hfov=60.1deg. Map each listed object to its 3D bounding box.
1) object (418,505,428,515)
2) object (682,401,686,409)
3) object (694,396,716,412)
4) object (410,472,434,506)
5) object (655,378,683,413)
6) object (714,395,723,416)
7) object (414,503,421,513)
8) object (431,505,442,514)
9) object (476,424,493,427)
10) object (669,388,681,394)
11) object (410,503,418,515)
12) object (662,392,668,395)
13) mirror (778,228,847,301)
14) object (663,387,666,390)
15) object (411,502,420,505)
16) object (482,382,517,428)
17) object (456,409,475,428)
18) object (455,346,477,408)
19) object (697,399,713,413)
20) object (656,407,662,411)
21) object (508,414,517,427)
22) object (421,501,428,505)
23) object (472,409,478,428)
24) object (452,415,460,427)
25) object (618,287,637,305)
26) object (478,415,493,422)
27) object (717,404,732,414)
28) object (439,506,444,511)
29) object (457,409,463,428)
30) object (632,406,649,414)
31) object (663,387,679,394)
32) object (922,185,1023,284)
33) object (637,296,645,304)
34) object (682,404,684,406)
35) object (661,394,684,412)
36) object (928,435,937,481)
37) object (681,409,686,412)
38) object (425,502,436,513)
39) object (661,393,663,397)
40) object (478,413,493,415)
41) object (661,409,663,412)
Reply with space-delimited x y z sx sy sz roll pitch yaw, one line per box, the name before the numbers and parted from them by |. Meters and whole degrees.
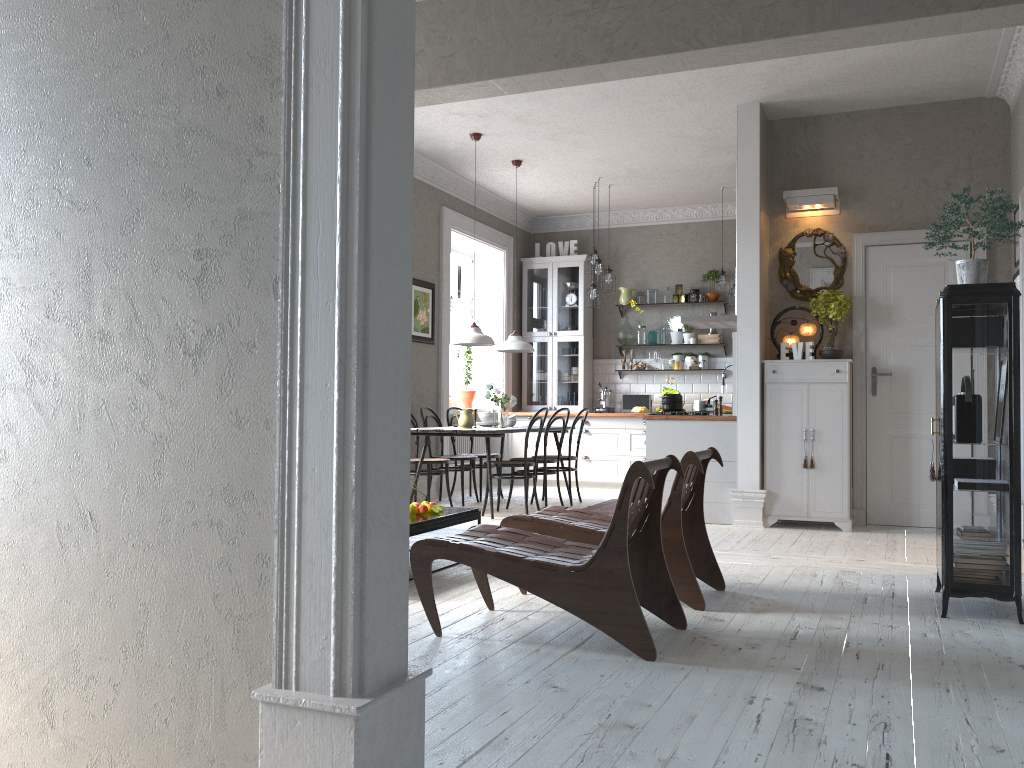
object | -0.508 0.718 5.064 0.057 0.058 0.056 2 -2 -43
object | 1.963 0.243 10.264 0.128 0.120 0.060 2 -2 -44
object | 1.676 0.170 7.506 0.178 0.134 0.298 1 -2 -32
object | -0.751 0.538 4.884 0.716 0.420 0.677 -1 -2 41
object | 1.844 0.137 10.298 0.350 0.425 0.354 0 -2 8
object | 1.670 0.174 7.167 0.072 0.167 0.036 0 -2 22
object | -0.549 0.719 5.125 0.056 0.058 0.059 0 -2 14
object | -0.439 0.722 5.087 0.057 0.053 0.061 0 -2 29
object | -0.234 0.394 8.441 0.232 0.027 0.242 -1 -2 41
object | 1.900 0.092 10.323 0.177 0.096 0.090 -1 -2 43
object | -0.569 0.715 5.064 0.063 0.063 0.060 2 -2 -36
object | 1.772 0.122 10.252 0.058 0.069 0.080 -1 -2 42
mirror | 2.419 -0.966 7.141 0.525 0.593 0.072 0 -2 22
object | 1.788 0.059 10.300 0.073 0.058 0.051 0 -2 -1
object | -0.566 0.721 5.184 0.062 0.058 0.060 1 -2 -23
object | -0.106 0.185 7.900 0.307 0.414 0.255 0 -2 21
object | -0.409 0.303 7.795 0.151 0.170 0.134 1 -2 -16
object | -0.529 -0.129 10.219 0.265 0.813 0.254 2 -2 -40
object | 2.161 0.256 9.980 0.231 0.174 0.222 -1 -2 44
object | 1.748 0.300 10.353 0.155 0.072 0.075 2 -2 -38
object | -0.018 0.348 8.402 0.122 0.119 0.130 -1 -2 39
object | -0.507 0.720 5.210 0.059 0.062 0.064 0 -2 4
object | -0.325 0.307 7.852 0.058 0.167 0.060 -1 -2 36
object | -0.487 0.345 8.296 0.139 0.112 0.140 0 -2 5
object | 1.388 -1.054 10.674 0.187 0.216 0.177 -1 -2 37
object | -0.234 0.341 8.442 0.178 0.094 0.181 0 -2 14
object | 2.377 0.277 9.838 0.223 0.127 0.149 0 -2 5
object | -0.433 0.733 5.211 0.068 0.037 0.046 2 -2 -41
object | -0.450 0.308 8.020 0.096 0.172 0.096 0 -2 4
object | 1.484 0.302 10.256 0.194 0.083 0.192 0 -2 23
object | 1.847 0.080 10.270 0.207 0.101 0.068 0 -2 29
object | 2.157 -0.686 4.143 0.406 0.506 0.406 -1 -2 39
object | 1.557 -0.999 10.667 0.102 0.111 0.105 0 -2 22
object | 1.942 0.237 10.281 0.125 0.056 0.060 0 -2 14
object | 1.337 0.157 7.393 0.190 0.147 0.193 0 -2 2
object | 2.098 0.372 4.420 0.041 0.234 0.044 1 -2 -21
object | 1.946 0.302 10.323 0.055 0.044 0.213 1 -2 -28
object | -0.473 0.717 5.143 0.077 0.064 0.073 2 -2 -37
object | 1.788 0.140 10.326 0.095 0.078 0.102 0 -2 10
object | -0.233 0.320 8.443 0.178 0.094 0.181 0 -2 14
object | 1.770 0.302 10.305 0.090 0.057 0.084 2 -2 -35
